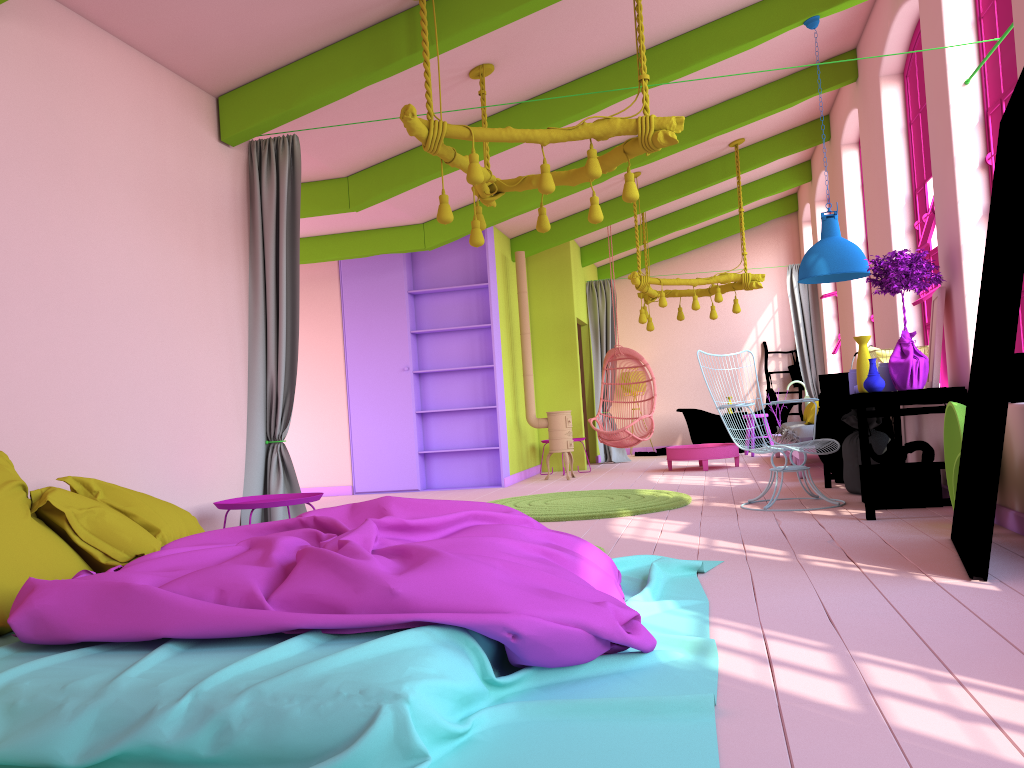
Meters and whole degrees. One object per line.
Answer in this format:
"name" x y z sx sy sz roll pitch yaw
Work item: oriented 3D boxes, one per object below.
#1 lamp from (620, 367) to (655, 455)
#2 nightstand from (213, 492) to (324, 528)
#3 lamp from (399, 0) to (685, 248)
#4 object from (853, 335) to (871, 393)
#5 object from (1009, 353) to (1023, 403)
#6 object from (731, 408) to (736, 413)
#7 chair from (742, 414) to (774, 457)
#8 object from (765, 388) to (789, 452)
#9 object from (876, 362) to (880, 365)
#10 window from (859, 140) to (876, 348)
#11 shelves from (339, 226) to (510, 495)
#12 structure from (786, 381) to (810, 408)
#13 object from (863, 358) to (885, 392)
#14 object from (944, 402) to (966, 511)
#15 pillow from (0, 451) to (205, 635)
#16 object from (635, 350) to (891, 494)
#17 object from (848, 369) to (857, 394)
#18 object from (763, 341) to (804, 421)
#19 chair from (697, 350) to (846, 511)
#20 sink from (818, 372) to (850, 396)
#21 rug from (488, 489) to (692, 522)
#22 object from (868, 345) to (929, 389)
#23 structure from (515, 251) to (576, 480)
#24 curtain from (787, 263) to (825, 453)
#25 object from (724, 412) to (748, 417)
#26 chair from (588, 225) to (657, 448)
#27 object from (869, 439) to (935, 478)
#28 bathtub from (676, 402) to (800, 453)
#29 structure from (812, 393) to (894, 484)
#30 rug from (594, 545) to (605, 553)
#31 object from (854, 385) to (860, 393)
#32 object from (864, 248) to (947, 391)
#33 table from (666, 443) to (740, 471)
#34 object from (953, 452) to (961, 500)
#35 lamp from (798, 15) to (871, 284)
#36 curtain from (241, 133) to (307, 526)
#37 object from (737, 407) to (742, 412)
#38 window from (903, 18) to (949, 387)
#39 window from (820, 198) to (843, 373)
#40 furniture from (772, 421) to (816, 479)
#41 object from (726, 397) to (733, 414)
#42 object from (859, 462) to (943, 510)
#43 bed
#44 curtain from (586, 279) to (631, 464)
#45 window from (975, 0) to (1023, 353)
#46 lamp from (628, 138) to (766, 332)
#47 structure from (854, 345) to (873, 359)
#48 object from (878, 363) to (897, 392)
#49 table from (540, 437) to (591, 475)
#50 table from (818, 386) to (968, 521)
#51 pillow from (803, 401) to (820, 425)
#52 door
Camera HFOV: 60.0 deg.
"lamp" 2.051 0.448 14.898 0.491 1.466 0.476 -5 -2 43
"nightstand" -1.339 0.860 4.943 0.596 0.458 0.596 -2 -2 -40
"lamp" 0.067 -2.049 5.761 1.610 2.264 1.776 -4 -2 -6
"object" 2.387 -0.132 6.007 0.116 0.383 0.116 -4 -1 -14
"object" 2.822 -0.036 4.878 0.223 0.272 0.223 -4 -2 0
"object" 3.433 0.426 13.743 0.069 0.170 0.069 -5 -2 32
"chair" 3.518 0.735 12.787 0.472 0.593 0.446 -3 -2 -19
"object" 3.970 0.512 13.038 0.277 0.987 0.451 -3 -2 -33
"object" 2.893 -0.048 7.076 0.410 0.250 0.165 -2 -2 -42
"window" 3.823 -1.333 9.241 0.072 3.046 1.275 -4 -1 13
"shelves" -1.058 -0.282 10.465 1.842 3.103 0.384 -4 -1 13
"structure" 4.516 0.469 13.678 0.254 1.061 0.452 -3 -2 -34
"object" 2.367 -0.056 5.808 0.132 0.219 0.132 -5 -2 29
"object" 2.703 0.462 5.184 0.218 0.733 0.451 -4 -1 13
"pillow" -1.787 0.646 3.200 0.848 0.822 2.618 -4 -2 2
"object" 2.571 0.247 11.081 2.827 1.579 7.865 -4 -2 13
"object" 2.665 -0.016 6.858 0.109 0.197 0.109 -4 -1 5
"object" 4.456 0.151 14.464 0.603 1.764 0.410 -4 -1 13
"chair" 2.032 0.312 6.804 1.078 1.238 0.925 -2 -2 -43
"sink" 2.743 -0.004 7.349 0.340 0.194 0.609 -4 -2 13
"rug" 0.569 1.030 7.597 1.889 0.050 1.889 -4 -2 0
"object" 2.830 -0.116 6.639 0.444 0.369 0.633 -4 -2 13
"structure" 0.449 -0.237 10.883 0.577 2.813 0.403 -5 -1 30
"curtain" 4.265 -0.377 12.680 0.519 2.785 0.525 -5 -2 32
"object" 3.512 0.487 13.925 0.360 0.068 1.323 -4 -2 13
"chair" 1.352 -0.726 11.543 0.860 3.129 0.806 -5 -2 32
"object" 2.826 0.630 6.479 0.300 0.448 0.672 -4 -2 -12
"bathtub" 3.558 0.695 13.912 1.889 0.740 0.826 -4 -2 13
"structure" 3.132 0.478 8.140 0.718 0.844 0.718 -3 -2 -20
"rug" 0.127 0.985 5.091 0.792 0.021 0.793 -4 -2 -5
"object" 2.556 0.040 6.426 0.137 0.076 0.076 -5 -2 33
"object" 2.617 -0.431 5.902 0.441 0.950 0.503 -3 -2 -27
"table" 2.354 0.903 10.943 0.886 0.285 0.885 -5 -2 39
"object" 2.568 0.595 4.878 0.137 0.462 0.284 -4 -1 -2
"lamp" 2.375 -1.798 6.748 0.529 2.001 0.528 -5 -2 44
"curtain" -1.551 -0.267 5.698 0.518 2.785 0.525 -4 -1 -7
"object" 3.566 0.421 13.880 0.069 0.170 0.069 -5 -2 32
"window" 3.287 -1.370 6.840 0.492 3.003 1.497 -4 -1 13
"window" 4.364 -1.279 11.634 0.551 3.009 1.514 -4 -1 13
"furniture" 3.542 0.693 10.383 0.908 0.507 3.776 -4 -2 13
"object" 3.419 0.360 13.915 0.097 0.320 0.097 -4 -1 24
"object" 2.769 0.723 6.343 0.446 0.277 0.521 -4 -2 13
"bed" -0.659 0.735 3.209 2.803 0.514 3.577 -4 -2 13
"curtain" 1.403 -0.219 13.333 0.518 2.785 0.525 -4 -1 -7
"window" 2.859 -1.413 4.969 0.072 3.046 1.275 -4 -1 13
"lamp" 2.022 -1.806 11.000 1.610 2.264 1.776 -4 -2 -6
"structure" 2.923 -0.116 7.335 0.166 0.396 0.087 -4 -1 22
"object" 2.557 -0.045 6.040 0.109 0.197 0.109 -3 -2 -40
"table" 0.689 0.951 11.681 0.596 0.458 0.596 -2 -2 -40
"table" 2.799 0.460 6.668 0.655 0.820 2.193 -4 -2 13
"pillow" 3.699 0.319 10.434 0.578 0.399 1.997 -4 -2 12
"door" 2.277 -0.279 4.190 0.450 2.210 1.153 -4 -2 23
